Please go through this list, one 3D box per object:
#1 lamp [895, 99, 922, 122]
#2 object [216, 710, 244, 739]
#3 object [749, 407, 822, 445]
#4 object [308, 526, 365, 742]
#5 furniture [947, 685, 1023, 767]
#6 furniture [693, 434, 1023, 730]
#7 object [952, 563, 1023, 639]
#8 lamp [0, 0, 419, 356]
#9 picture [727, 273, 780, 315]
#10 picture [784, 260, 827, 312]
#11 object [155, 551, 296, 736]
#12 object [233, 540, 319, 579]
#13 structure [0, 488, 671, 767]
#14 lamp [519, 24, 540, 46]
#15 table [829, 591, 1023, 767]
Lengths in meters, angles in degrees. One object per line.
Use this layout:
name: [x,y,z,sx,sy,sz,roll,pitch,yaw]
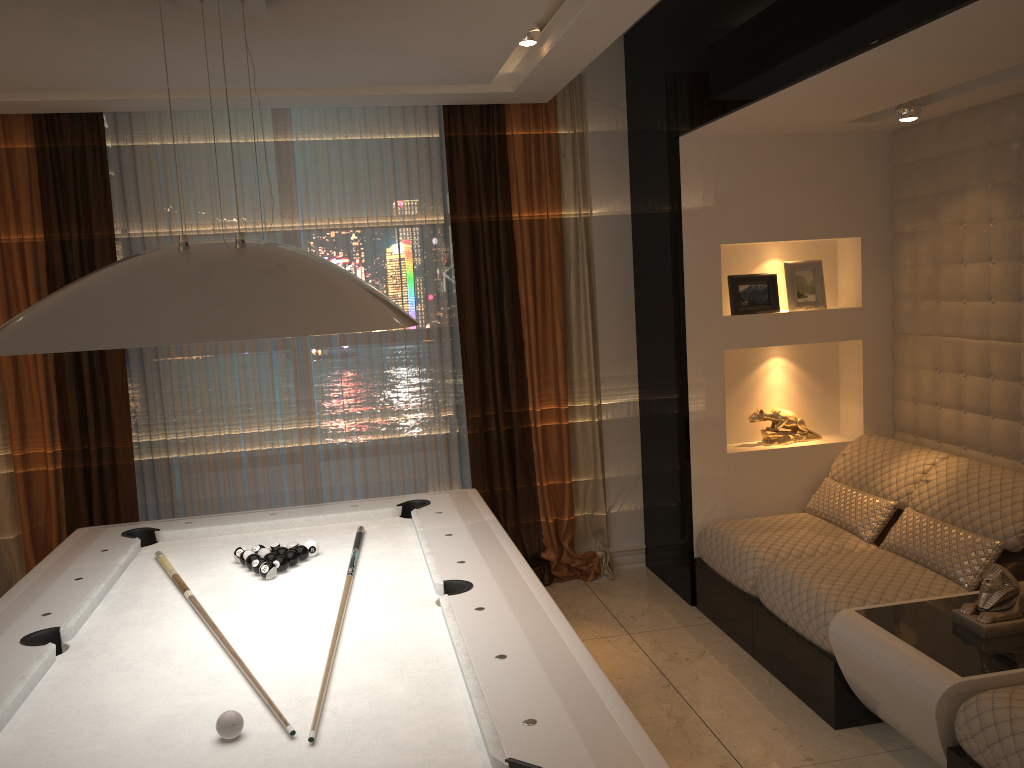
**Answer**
lamp: [1.679,-1.178,3.758,0.107,0.127,0.107,-7,7,-29]
object: [-0.593,0.715,1.863,0.057,0.057,0.057,-9,9,-41]
object: [1.433,0.217,4.641,0.409,0.202,0.124,-4,7,-7]
object: [-0.494,0.640,2.601,0.028,0.026,1.605,-4,7,-6]
furniture: [1.929,0.942,2.051,1.107,0.810,1.312,-5,7,-11]
furniture: [1.566,0.751,3.913,1.107,0.810,1.312,-5,7,-11]
object: [1.673,0.696,2.959,0.344,0.217,0.155,-5,7,-11]
lamp: [-0.779,-0.645,2.348,0.939,0.995,1.578,-5,7,-10]
picture: [1.217,-0.451,4.482,0.264,0.209,0.090,-5,7,-11]
picture: [1.494,-0.499,4.529,0.211,0.262,0.094,-5,7,-11]
object: [-0.867,0.670,2.525,0.028,0.026,1.605,-7,8,-30]
object: [-0.786,0.591,3.054,0.265,0.057,0.299,-8,8,-35]
structure: [-0.697,1.036,2.534,1.659,0.812,2.912,-5,7,-11]
lamp: [0.063,-1.473,3.687,0.107,0.127,0.107,-7,7,-29]
table: [1.753,1.025,3.002,1.143,0.457,0.608,-5,7,-11]
